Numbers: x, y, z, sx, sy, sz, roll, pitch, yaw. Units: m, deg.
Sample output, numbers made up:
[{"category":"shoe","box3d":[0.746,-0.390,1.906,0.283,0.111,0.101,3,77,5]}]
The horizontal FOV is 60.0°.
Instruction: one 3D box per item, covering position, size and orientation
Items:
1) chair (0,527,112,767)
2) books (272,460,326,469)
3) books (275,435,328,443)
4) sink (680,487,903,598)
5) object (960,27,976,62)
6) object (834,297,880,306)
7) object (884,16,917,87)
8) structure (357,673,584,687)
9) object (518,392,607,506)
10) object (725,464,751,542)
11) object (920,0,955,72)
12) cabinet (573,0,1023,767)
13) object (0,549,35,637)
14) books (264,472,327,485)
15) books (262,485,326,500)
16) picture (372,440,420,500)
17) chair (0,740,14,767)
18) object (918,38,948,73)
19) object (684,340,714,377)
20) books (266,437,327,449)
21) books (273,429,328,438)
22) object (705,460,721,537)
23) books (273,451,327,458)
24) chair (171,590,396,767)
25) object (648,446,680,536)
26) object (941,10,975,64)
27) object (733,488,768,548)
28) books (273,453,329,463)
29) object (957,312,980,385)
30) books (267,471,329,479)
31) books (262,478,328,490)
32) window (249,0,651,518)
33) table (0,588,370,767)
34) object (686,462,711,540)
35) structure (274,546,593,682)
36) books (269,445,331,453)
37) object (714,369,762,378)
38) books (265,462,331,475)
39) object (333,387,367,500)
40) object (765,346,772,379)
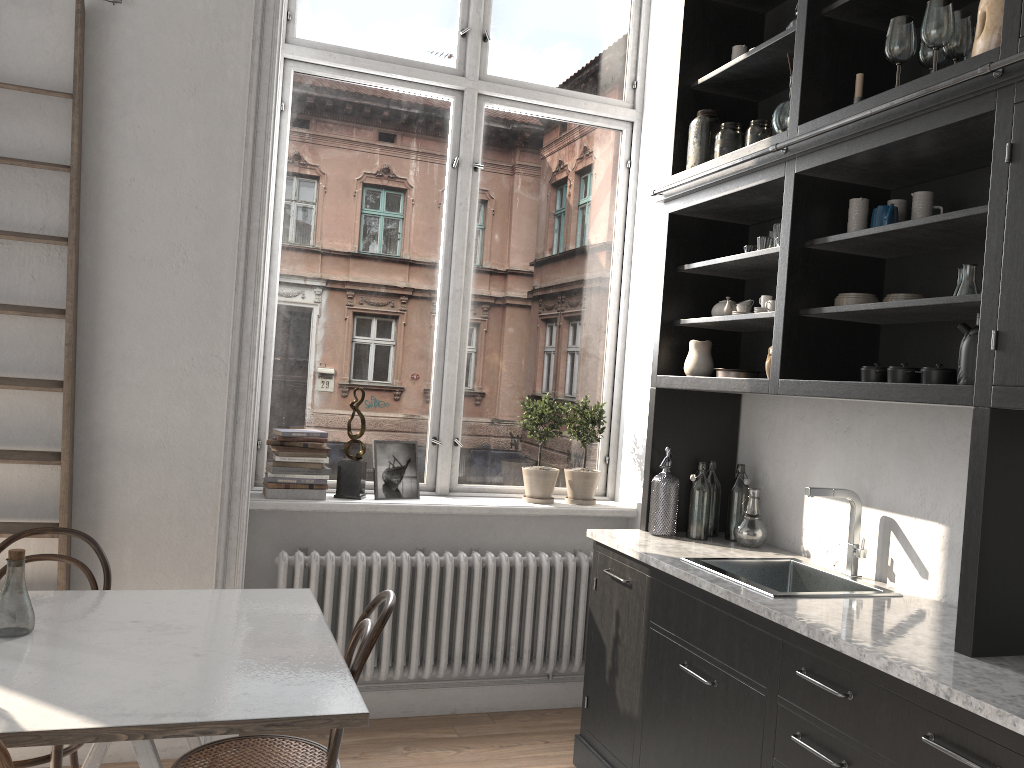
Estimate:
[{"category":"chair","box3d":[-1.485,0.939,2.699,0.438,0.921,0.549,4,0,-12]},{"category":"books","box3d":[-0.915,0.341,3.815,0.205,0.022,0.155,4,0,-5]},{"category":"books","box3d":[-0.907,0.232,3.814,0.205,0.020,0.155,4,0,-19]},{"category":"sink","box3d":[0.902,0.584,2.855,0.514,0.505,0.526,4,0,-19]},{"category":"object","box3d":[1.319,-0.894,2.521,0.083,0.221,0.083,4,1,12]},{"category":"object","box3d":[-1.825,0.451,2.396,5.828,1.842,0.792,4,0,-14]},{"category":"object","box3d":[1.088,-0.911,2.490,0.083,0.221,0.083,4,1,12]},{"category":"structure","box3d":[-1.876,-0.871,3.193,5.183,4.474,0.340,4,1,-19]},{"category":"object","box3d":[0.234,0.304,4.222,0.500,0.524,0.234,4,0,-30]},{"category":"object","box3d":[0.894,0.467,3.502,0.086,0.301,0.086,4,1,26]},{"category":"object","box3d":[1.133,-0.907,2.367,0.083,0.221,0.083,4,1,27]},{"category":"cabinet","box3d":[1.184,-0.202,2.116,0.635,3.583,3.250,4,0,-19]},{"category":"object","box3d":[-1.266,0.527,2.256,0.101,0.212,0.101,4,0,20]},{"category":"books","box3d":[-0.928,0.405,3.799,0.249,0.023,0.175,4,0,-19]},{"category":"books","box3d":[-0.935,0.460,3.800,0.248,0.043,0.192,4,0,-19]},{"category":"picture","box3d":[-0.539,0.385,3.996,0.221,0.264,0.148,4,0,-36]},{"category":"chair","box3d":[-1.133,0.966,1.705,0.438,0.921,0.549,4,0,-8]},{"category":"object","box3d":[1.190,-0.903,2.508,0.083,0.221,0.083,4,1,-27]},{"category":"object","box3d":[0.739,-0.096,3.478,0.127,0.144,0.115,4,0,-40]},{"category":"books","box3d":[-0.921,0.253,3.810,0.231,0.023,0.162,4,0,-4]},{"category":"books","box3d":[-0.914,0.210,3.821,0.201,0.024,0.159,4,0,-29]},{"category":"object","box3d":[0.799,0.460,3.581,0.086,0.301,0.086,4,1,-5]},{"category":"books","box3d":[-0.911,0.296,3.814,0.205,0.022,0.155,4,0,-24]},{"category":"chair","box3d":[-0.613,1.002,2.336,0.549,0.921,0.438,4,0,-7]},{"category":"object","box3d":[0.604,0.419,3.496,0.109,0.349,0.109,4,1,-38]},{"category":"object","box3d":[1.218,-0.901,2.430,0.083,0.221,0.083,4,1,-20]},{"category":"object","box3d":[0.913,0.507,3.376,0.132,0.219,0.120,4,0,-19]},{"category":"books","box3d":[-0.912,0.318,3.821,0.222,0.024,0.158,4,0,-19]},{"category":"object","box3d":[1.196,-0.085,2.230,0.124,0.192,0.129,4,0,8]},{"category":"books","box3d":[-0.922,0.386,3.817,0.255,0.014,0.192,4,0,-16]},{"category":"books","box3d":[-0.930,0.428,3.799,0.249,0.023,0.175,4,0,-24]},{"category":"window","box3d":[5.021,-4.915,9.055,14.387,15.936,26.391,4,0,-19]},{"category":"table","box3d":[-1.549,1.004,2.058,2.200,0.780,1.100,4,0,-19]},{"category":"object","box3d":[0.735,0.456,3.475,0.086,0.301,0.086,4,1,-34]},{"category":"structure","box3d":[-0.291,1.002,3.889,1.577,0.552,0.194,4,0,-19]},{"category":"books","box3d":[-0.915,0.275,3.813,0.244,0.019,0.174,4,0,-19]},{"category":"object","box3d":[0.853,-0.033,3.353,0.180,0.037,0.180,4,0,-34]},{"category":"books","box3d":[-0.922,0.365,3.818,0.245,0.028,0.193,4,0,-24]},{"category":"object","box3d":[-0.694,0.255,3.894,0.122,0.488,0.102,4,1,5]},{"category":"object","box3d":[0.891,-0.074,2.990,0.069,0.123,0.173,4,0,13]}]
